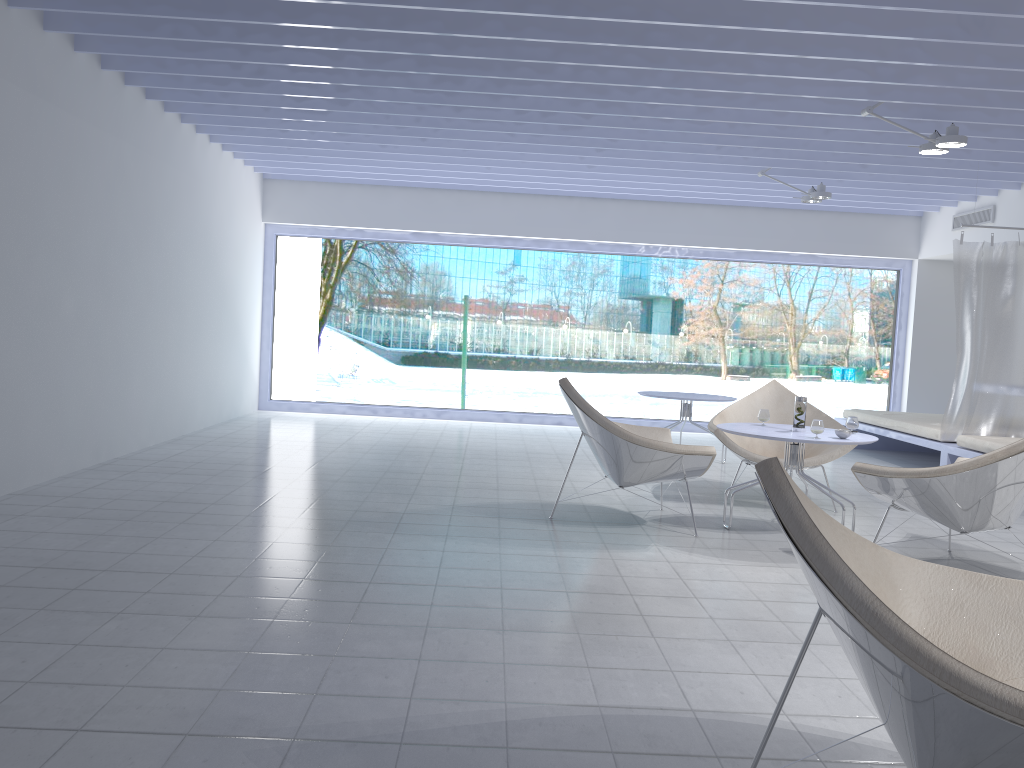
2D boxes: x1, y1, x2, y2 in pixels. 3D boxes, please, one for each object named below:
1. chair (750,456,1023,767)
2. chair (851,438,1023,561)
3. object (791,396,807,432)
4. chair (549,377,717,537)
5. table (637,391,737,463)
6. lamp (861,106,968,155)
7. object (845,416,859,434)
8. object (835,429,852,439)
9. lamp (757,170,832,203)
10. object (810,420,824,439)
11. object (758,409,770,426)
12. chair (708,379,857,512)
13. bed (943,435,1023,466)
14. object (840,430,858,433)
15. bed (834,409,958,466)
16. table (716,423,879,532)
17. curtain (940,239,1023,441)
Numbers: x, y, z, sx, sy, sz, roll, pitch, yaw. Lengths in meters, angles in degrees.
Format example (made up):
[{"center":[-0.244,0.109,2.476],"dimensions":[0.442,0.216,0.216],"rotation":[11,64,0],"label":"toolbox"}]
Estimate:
[{"center":[0.822,0.545,1.707],"dimensions":[0.753,0.759,0.906],"rotation":[4,3,16],"label":"chair"},{"center":[2.118,0.483,3.996],"dimensions":[0.906,0.759,0.753],"rotation":[1,4,-31],"label":"chair"},{"center":[1.544,0.159,4.755],"dimensions":[0.075,0.189,0.075],"rotation":[3,3,-10],"label":"object"},{"center":[0.591,0.357,4.766],"dimensions":[0.753,0.759,0.906],"rotation":[3,3,-6],"label":"chair"},{"center":[1.455,0.361,7.471],"dimensions":[0.823,0.534,0.825],"rotation":[0,5,-44],"label":"table"},{"center":[2.420,-1.554,5.393],"dimensions":[0.587,0.218,0.380],"rotation":[3,3,-1],"label":"lamp"},{"center":[1.838,0.222,4.792],"dimensions":[0.068,0.091,0.068],"rotation":[3,3,-9],"label":"object"},{"center":[1.673,0.255,4.480],"dimensions":[0.082,0.043,0.082],"rotation":[1,4,-33],"label":"object"},{"center":[2.372,-1.677,7.499],"dimensions":[0.587,0.218,0.380],"rotation":[3,3,-1],"label":"lamp"},{"center":[1.525,0.226,4.432],"dimensions":[0.068,0.091,0.068],"rotation":[5,4,27],"label":"object"},{"center":[1.417,0.188,4.992],"dimensions":[0.068,0.091,0.068],"rotation":[4,4,21],"label":"object"},{"center":[1.714,0.361,5.735],"dimensions":[0.906,0.759,0.753],"rotation":[4,3,9],"label":"chair"},{"center":[4.328,0.670,5.711],"dimensions":[2.016,0.427,2.200],"rotation":[3,3,-1],"label":"bed"},{"center":[1.688,0.238,4.450],"dimensions":[0.012,0.016,0.098],"rotation":[1,4,-35],"label":"object"},{"center":[4.293,0.544,7.917],"dimensions":[2.022,0.422,2.200],"rotation":[3,3,-1],"label":"bed"},{"center":[1.499,0.520,4.751],"dimensions":[0.825,0.534,0.823],"rotation":[2,3,-10],"label":"table"},{"center":[4.301,-0.288,6.765],"dimensions":[2.050,1.552,0.151],"rotation":[3,3,-1],"label":"curtain"}]
